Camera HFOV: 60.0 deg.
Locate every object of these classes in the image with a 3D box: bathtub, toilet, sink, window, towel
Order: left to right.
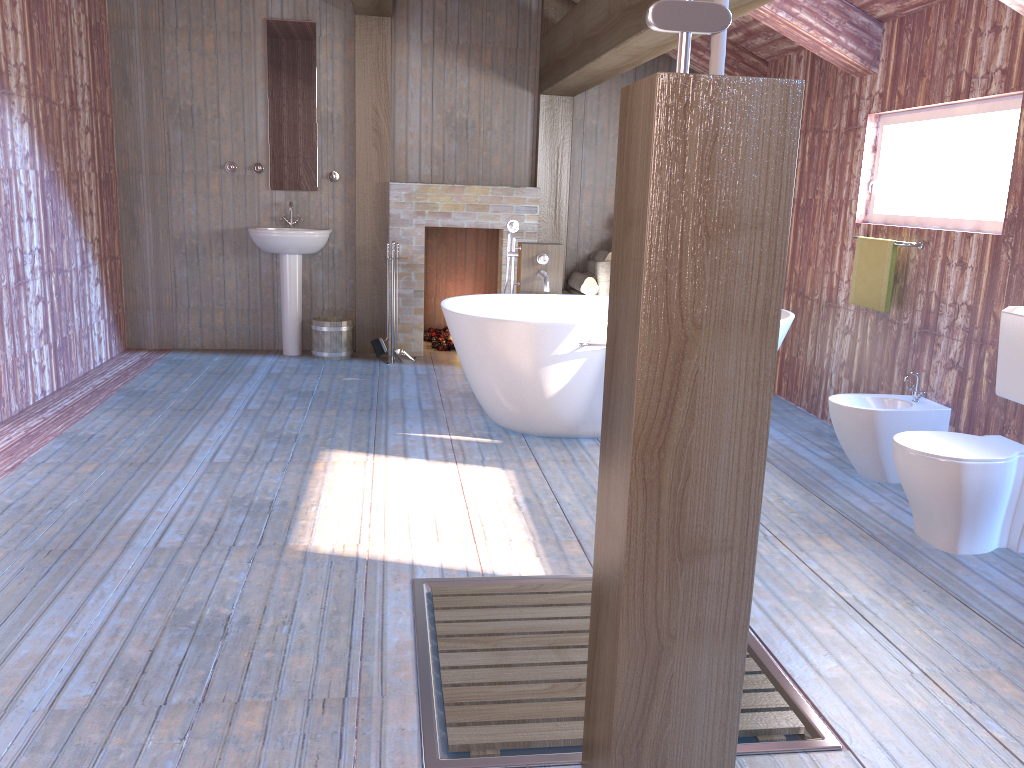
[{"bbox_3d":[-1.637,-0.765,6.555,0.582,1.143,0.475,0,12,-8],"label":"sink"},{"bbox_3d":[0.575,-0.315,4.961,1.935,1.109,1.460,5,13,14],"label":"bathtub"},{"bbox_3d":[1.874,-0.575,4.609,0.032,0.361,0.370,0,12,-7],"label":"towel"},{"bbox_3d":[1.742,0.195,4.187,0.515,0.517,0.335,1,12,-7],"label":"sink"},{"bbox_3d":[2.092,-1.048,4.297,0.054,0.587,1.255,1,12,-7],"label":"window"},{"bbox_3d":[1.723,0.422,3.424,0.534,0.400,0.375,1,12,-7],"label":"toilet"}]

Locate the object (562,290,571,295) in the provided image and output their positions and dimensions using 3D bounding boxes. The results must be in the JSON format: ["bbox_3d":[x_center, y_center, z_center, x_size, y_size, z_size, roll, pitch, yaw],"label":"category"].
[{"bbox_3d":[0.428,-0.664,6.871,0.101,0.103,0.242,1,12,-7],"label":"object"}]

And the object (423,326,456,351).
[{"bbox_3d":[-0.393,-0.399,7.617,0.829,0.085,0.935,-4,14,-25],"label":"object"}]

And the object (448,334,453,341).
[{"bbox_3d":[-0.432,-0.484,7.433,0.221,0.306,0.121,6,13,19],"label":"object"}]

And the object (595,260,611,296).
[{"bbox_3d":[0.691,-0.776,6.651,0.147,0.298,0.109,1,12,-5],"label":"object"}]

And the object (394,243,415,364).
[{"bbox_3d":[-0.824,-0.600,6.531,0.206,0.871,0.126,11,15,34],"label":"object"}]

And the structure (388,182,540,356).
[{"bbox_3d":[-0.385,-0.862,6.846,1.130,1.330,0.226,0,12,-8],"label":"structure"}]

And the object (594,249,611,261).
[{"bbox_3d":[0.726,-0.969,6.832,0.114,0.113,0.301,0,13,-10],"label":"object"}]

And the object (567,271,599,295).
[{"bbox_3d":[0.543,-0.777,6.818,0.139,0.137,0.455,0,12,-9],"label":"object"}]

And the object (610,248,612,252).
[{"bbox_3d":[0.837,-1.003,6.790,0.115,0.123,0.291,1,12,-7],"label":"object"}]

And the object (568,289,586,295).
[{"bbox_3d":[0.534,-0.647,6.834,0.137,0.133,0.437,0,12,-9],"label":"object"}]

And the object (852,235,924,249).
[{"bbox_3d":[1.916,-0.736,4.573,0.091,0.043,0.581,0,12,-7],"label":"object"}]

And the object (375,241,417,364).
[{"bbox_3d":[-0.907,-0.616,6.582,0.276,0.888,0.333,10,15,33],"label":"object"}]

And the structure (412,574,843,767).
[{"bbox_3d":[0.230,0.786,2.539,1.000,0.067,1.000,0,12,-8],"label":"structure"}]

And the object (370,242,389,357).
[{"bbox_3d":[-0.971,-0.615,6.521,0.136,0.846,0.062,-4,14,-26],"label":"object"}]

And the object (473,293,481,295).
[{"bbox_3d":[-0.278,-0.537,7.507,0.140,0.459,0.266,4,12,10],"label":"object"}]

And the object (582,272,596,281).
[{"bbox_3d":[0.623,-0.821,6.920,0.099,0.093,0.280,1,12,-7],"label":"object"}]

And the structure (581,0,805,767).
[{"bbox_3d":[0.361,-0.184,1.779,0.328,2.209,0.522,5,13,12],"label":"structure"}]

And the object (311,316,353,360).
[{"bbox_3d":[-1.351,-0.345,6.662,0.309,0.290,0.308,3,12,2],"label":"object"}]

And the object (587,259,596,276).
[{"bbox_3d":[0.667,-0.902,6.910,0.108,0.113,0.302,0,12,-7],"label":"object"}]

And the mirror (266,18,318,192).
[{"bbox_3d":[-1.606,-2.026,6.492,0.350,1.199,0.009,0,12,-8],"label":"mirror"}]

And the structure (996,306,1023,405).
[{"bbox_3d":[2.016,-0.096,3.342,0.182,0.363,0.358,1,12,-7],"label":"structure"}]
